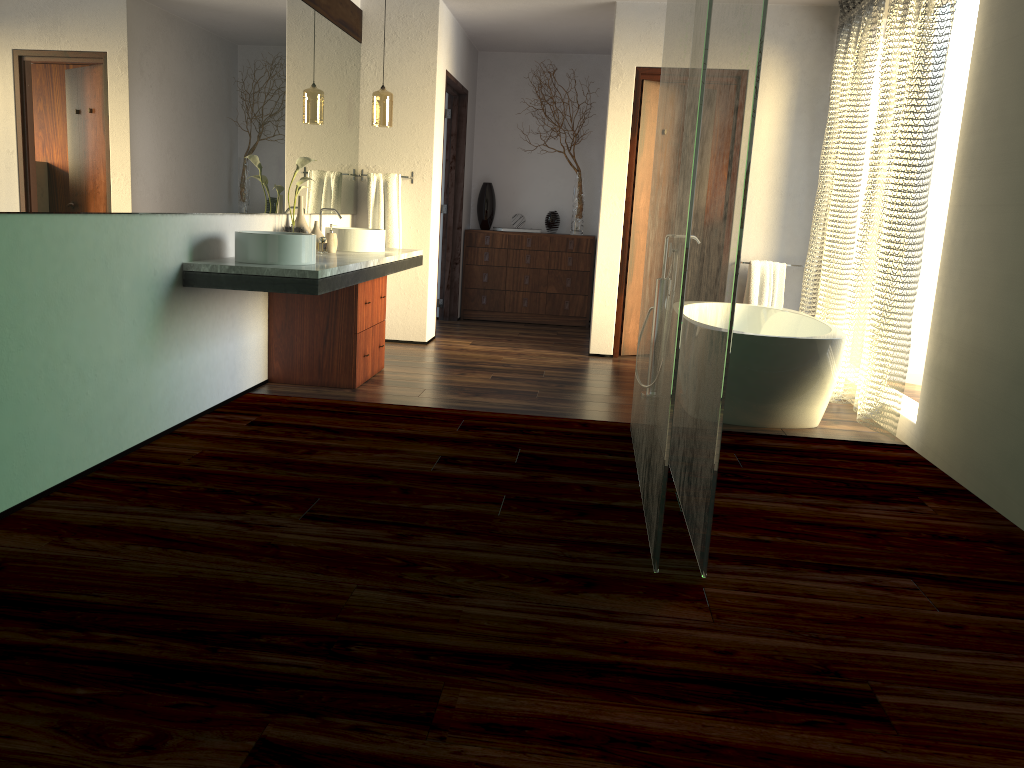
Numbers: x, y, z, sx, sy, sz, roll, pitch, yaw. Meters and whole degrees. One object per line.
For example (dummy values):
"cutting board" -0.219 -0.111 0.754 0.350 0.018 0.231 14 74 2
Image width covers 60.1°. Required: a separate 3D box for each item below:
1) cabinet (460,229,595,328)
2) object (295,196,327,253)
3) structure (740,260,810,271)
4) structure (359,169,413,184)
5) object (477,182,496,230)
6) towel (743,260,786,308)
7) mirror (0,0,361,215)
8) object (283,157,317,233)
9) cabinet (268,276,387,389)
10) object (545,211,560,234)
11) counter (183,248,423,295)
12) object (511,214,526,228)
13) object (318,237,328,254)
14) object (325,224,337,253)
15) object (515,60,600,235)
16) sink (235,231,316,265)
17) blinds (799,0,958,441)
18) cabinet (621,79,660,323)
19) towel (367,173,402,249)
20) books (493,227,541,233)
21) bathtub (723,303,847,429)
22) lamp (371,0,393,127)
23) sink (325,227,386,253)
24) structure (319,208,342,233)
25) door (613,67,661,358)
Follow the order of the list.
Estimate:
"cabinet" 0.147 -0.959 7.971 1.146 0.801 0.400 4 11 7
"object" -1.123 -0.880 4.879 0.245 0.305 0.117 10 13 32
"structure" 1.753 -0.800 5.907 0.455 0.088 0.102 4 11 7
"structure" -0.877 -1.446 6.162 0.371 0.088 0.102 4 11 7
"object" -0.230 -1.595 7.948 0.173 0.417 0.168 7 12 19
"towel" 1.681 -0.506 5.943 0.258 0.637 0.155 1 11 -11
"mirror" -1.261 -1.390 4.193 0.017 1.153 4.055 4 11 5
"object" -1.156 -0.966 4.787 0.186 0.504 0.246 0 12 -16
"cabinet" -1.021 -0.345 5.029 0.515 0.600 0.655 4 11 6
"object" 0.361 -1.444 7.891 0.135 0.200 0.142 -6 14 -39
"counter" -0.982 -0.645 4.763 0.590 0.101 2.246 4 11 5
"object" 0.058 -1.460 7.932 0.131 0.131 0.130 3 11 2
"object" -1.025 -0.753 4.797 0.039 0.091 0.056 6 12 15
"object" -1.008 -0.812 4.935 0.070 0.158 0.071 1 11 -11
"object" 0.341 -2.041 7.670 0.713 1.450 0.845 -6 15 -40
"sink" -1.061 -0.613 3.976 0.360 0.131 0.354 5 11 8
"blinds" 1.909 -1.056 4.804 0.182 2.338 2.113 4 11 5
"cabinet" 1.651 -1.569 7.379 1.492 2.365 0.356 5 11 7
"towel" -0.891 -1.141 6.159 0.262 0.637 0.158 8 12 24
"books" 0.102 -1.381 7.948 0.490 0.034 0.250 -1 12 -18
"bathtub" 1.272 -0.121 4.794 0.769 0.485 1.611 4 11 5
"lamp" -0.834 -2.127 5.763 0.135 0.868 0.142 -6 15 -41
"sink" -0.937 -0.863 5.289 0.353 0.131 0.362 0 12 -16
"structure" -1.100 -0.924 5.272 0.166 0.242 0.065 5 11 10
"door" 1.146 -1.154 6.217 0.734 1.948 0.461 5 11 6
